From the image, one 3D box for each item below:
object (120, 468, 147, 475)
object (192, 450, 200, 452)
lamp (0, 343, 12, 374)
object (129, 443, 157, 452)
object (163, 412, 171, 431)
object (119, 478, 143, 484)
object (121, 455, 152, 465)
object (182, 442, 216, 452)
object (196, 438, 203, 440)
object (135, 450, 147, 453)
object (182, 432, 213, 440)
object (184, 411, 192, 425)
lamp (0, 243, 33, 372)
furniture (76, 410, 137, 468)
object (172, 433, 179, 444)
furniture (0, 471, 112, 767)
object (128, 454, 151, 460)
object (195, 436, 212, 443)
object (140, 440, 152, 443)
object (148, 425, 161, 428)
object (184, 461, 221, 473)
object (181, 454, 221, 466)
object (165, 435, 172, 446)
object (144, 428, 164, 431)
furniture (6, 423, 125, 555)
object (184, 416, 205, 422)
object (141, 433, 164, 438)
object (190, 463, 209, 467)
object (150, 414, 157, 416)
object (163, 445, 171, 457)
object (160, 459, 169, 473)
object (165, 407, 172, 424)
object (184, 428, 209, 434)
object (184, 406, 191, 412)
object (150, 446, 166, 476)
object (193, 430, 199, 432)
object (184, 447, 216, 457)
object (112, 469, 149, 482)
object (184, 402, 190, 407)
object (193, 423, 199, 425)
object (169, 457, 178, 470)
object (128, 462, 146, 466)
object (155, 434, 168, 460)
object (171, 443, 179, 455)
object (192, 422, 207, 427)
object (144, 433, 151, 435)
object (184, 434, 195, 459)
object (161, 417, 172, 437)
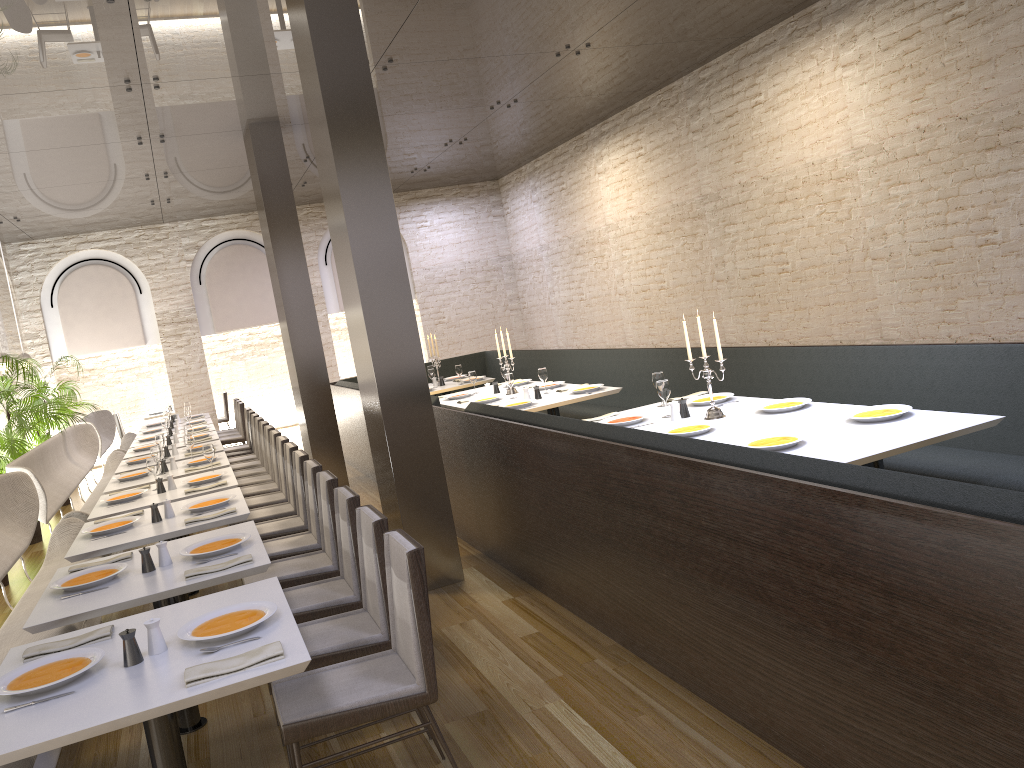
[{"bbox_3d":[-3.195,0.746,7.569,0.273,0.033,0.143,-12,6,-20],"label":"object"},{"bbox_3d":[-2.940,0.625,8.340,0.182,0.015,0.038,-12,6,-18],"label":"object"},{"bbox_3d":[-5.798,-1.112,9.785,0.178,2.036,0.177,-13,4,-41],"label":"lamp"},{"bbox_3d":[-3.903,0.681,9.430,0.323,0.036,0.321,-15,7,-42],"label":"object"},{"bbox_3d":[-4.431,0.479,11.409,0.086,0.230,0.086,-10,4,10],"label":"object"},{"bbox_3d":[-3.032,0.770,7.069,0.185,0.010,0.017,-12,5,-20],"label":"object"},{"bbox_3d":[-3.497,0.717,8.331,0.323,0.036,0.321,-15,7,-42],"label":"object"},{"bbox_3d":[-3.001,0.610,8.513,0.323,0.036,0.321,-15,7,-42],"label":"object"},{"bbox_3d":[-3.347,0.589,9.439,0.182,0.015,0.038,-12,6,-18],"label":"object"},{"bbox_3d":[-3.841,0.698,9.257,0.185,0.010,0.017,-12,5,-20],"label":"object"},{"bbox_3d":[-3.407,0.574,9.612,0.323,0.036,0.321,-15,7,-42],"label":"object"},{"bbox_3d":[-3.973,0.448,10.893,0.086,0.230,0.086,-10,4,10],"label":"object"},{"bbox_3d":[-6.279,-1.154,11.087,0.178,2.036,0.177,-13,4,-41],"label":"lamp"},{"bbox_3d":[-5.322,0.910,12.021,0.709,1.094,2.585,-12,5,-20],"label":"furniture"},{"bbox_3d":[-3.612,0.581,9.514,0.059,0.109,0.059,-12,4,-28],"label":"object"},{"bbox_3d":[-2.438,1.166,4.220,0.710,1.094,4.476,-12,6,-20],"label":"furniture"},{"bbox_3d":[-3.597,0.710,8.658,0.273,0.033,0.143,-12,6,-20],"label":"object"},{"bbox_3d":[-3.282,0.593,9.274,0.273,0.033,0.143,-12,6,-20],"label":"object"},{"bbox_3d":[-4.229,0.664,10.305,0.185,0.010,0.017,-12,5,-20],"label":"object"},{"bbox_3d":[-5.007,0.595,12.410,0.185,0.010,0.017,-12,5,-20],"label":"object"},{"bbox_3d":[-2.473,0.664,7.086,0.273,0.033,0.143,-12,6,-20],"label":"object"},{"bbox_3d":[-2.598,0.646,7.424,0.323,0.036,0.321,-14,7,-37],"label":"object"},{"bbox_3d":[-3.661,0.596,9.447,0.059,0.109,0.059,-12,4,-28],"label":"object"},{"bbox_3d":[-4.774,0.606,11.841,0.273,0.033,0.143,-12,6,-20],"label":"object"},{"bbox_3d":[-4.047,1.023,8.572,0.710,1.094,4.476,-12,6,-20],"label":"furniture"},{"bbox_3d":[-4.448,0.489,12.428,0.273,0.033,0.143,-12,6,-20],"label":"object"},{"bbox_3d":[-4.391,0.640,10.806,0.273,0.033,0.143,-12,6,-20],"label":"object"},{"bbox_3d":[-2.538,0.660,7.251,0.182,0.015,0.038,-12,6,-18],"label":"object"},{"bbox_3d":[-6.065,0.520,15.079,0.185,0.010,0.017,-12,5,-20],"label":"object"},{"bbox_3d":[-3.255,0.632,8.349,0.059,0.109,0.059,-12,4,-28],"label":"object"},{"bbox_3d":[-2.852,0.668,7.259,0.059,0.109,0.059,-12,4,-28],"label":"object"},{"bbox_3d":[-4.822,0.445,12.467,0.086,0.230,0.086,-10,4,10],"label":"object"},{"bbox_3d":[-3.670,0.558,10.323,0.273,0.033,0.143,-12,6,-20],"label":"object"},{"bbox_3d":[-4.353,0.415,11.922,0.086,0.230,0.086,-10,4,10],"label":"object"},{"bbox_3d":[-2.857,0.619,7.151,0.086,0.230,0.087,-8,4,28],"label":"object"},{"bbox_3d":[-3.734,0.554,10.488,0.182,0.015,0.038,-12,6,-18],"label":"object"},{"bbox_3d":[-2.876,0.629,8.176,0.273,0.033,0.143,-12,6,-20],"label":"object"},{"bbox_3d":[-3.094,0.753,7.242,0.323,0.036,0.321,-14,7,-37],"label":"object"},{"bbox_3d":[-4.744,0.380,12.979,0.086,0.230,0.086,-10,4,10],"label":"object"},{"bbox_3d":[-4.117,0.520,11.522,0.182,0.015,0.038,-12,6,-18],"label":"object"},{"bbox_3d":[-2.803,0.653,7.326,0.059,0.109,0.059,-12,4,-28],"label":"object"},{"bbox_3d":[-3.435,0.734,8.158,0.185,0.010,0.017,-12,5,-20],"label":"object"},{"bbox_3d":[-3.250,0.584,8.217,0.086,0.230,0.086,-9,4,22],"label":"object"},{"bbox_3d":[-3.206,0.617,8.416,0.059,0.109,0.059,-12,4,-28],"label":"object"},{"bbox_3d":[-4.053,0.524,11.358,0.273,0.033,0.143,-12,6,-20],"label":"object"},{"bbox_3d":[-4.612,0.630,11.340,0.185,0.010,0.017,-12,5,-20],"label":"object"},{"bbox_3d":[-2.779,0.554,7.664,0.087,0.230,0.086,-11,4,-14],"label":"object"},{"bbox_3d":[-4.050,0.513,10.380,0.086,0.230,0.086,-10,4,10],"label":"object"}]
